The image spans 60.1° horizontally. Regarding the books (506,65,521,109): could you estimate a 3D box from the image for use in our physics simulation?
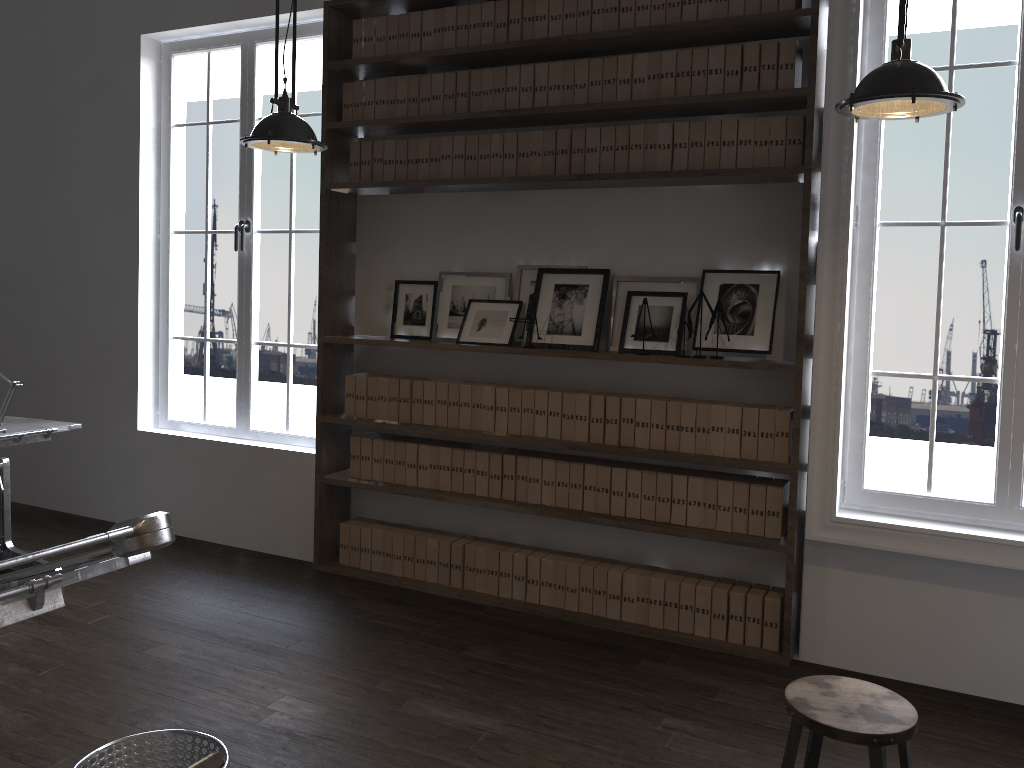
[{"bbox_3d":[0.040,-1.410,4.298,0.067,0.225,0.175,3,4,26],"label":"books"}]

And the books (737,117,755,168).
[{"bbox_3d":[1.026,-1.020,3.821,0.067,0.225,0.175,3,4,26],"label":"books"}]

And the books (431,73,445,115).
[{"bbox_3d":[-0.336,-1.440,4.486,0.067,0.225,0.175,3,4,26],"label":"books"}]

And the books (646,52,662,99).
[{"bbox_3d":[0.664,-1.361,3.995,0.067,0.225,0.175,3,4,26],"label":"books"}]

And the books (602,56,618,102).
[{"bbox_3d":[0.480,-1.376,4.086,0.067,0.225,0.175,3,4,26],"label":"books"}]

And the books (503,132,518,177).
[{"bbox_3d":[0.027,-1.100,4.315,0.067,0.225,0.175,3,4,26],"label":"books"}]

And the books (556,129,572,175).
[{"bbox_3d":[0.274,-1.080,4.194,0.067,0.225,0.175,3,4,26],"label":"books"}]

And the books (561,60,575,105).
[{"bbox_3d":[0.295,-1.390,4.177,0.067,0.225,0.175,3,4,26],"label":"books"}]

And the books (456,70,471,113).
[{"bbox_3d":[-0.205,-1.430,4.421,0.067,0.225,0.175,3,4,26],"label":"books"}]

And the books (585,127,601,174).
[{"bbox_3d":[0.405,-1.070,4.131,0.067,0.225,0.175,3,4,26],"label":"books"}]

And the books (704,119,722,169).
[{"bbox_3d":[0.901,-1.031,3.891,0.067,0.225,0.175,3,4,26],"label":"books"}]

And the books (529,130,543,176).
[{"bbox_3d":[0.151,-1.090,4.259,0.067,0.225,0.175,3,4,26],"label":"books"}]

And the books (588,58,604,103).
[{"bbox_3d":[0.418,-1.381,4.119,0.067,0.225,0.175,3,4,26],"label":"books"}]

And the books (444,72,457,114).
[{"bbox_3d":[-0.270,-1.435,4.459,0.067,0.225,0.175,3,4,26],"label":"books"}]

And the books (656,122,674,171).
[{"bbox_3d":[0.709,-1.046,3.982,0.067,0.225,0.175,3,4,26],"label":"books"}]

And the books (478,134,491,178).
[{"bbox_3d":[-0.097,-1.110,4.385,0.067,0.225,0.175,3,4,26],"label":"books"}]

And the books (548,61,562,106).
[{"bbox_3d":[0.238,-1.394,4.204,0.067,0.225,0.175,3,4,26],"label":"books"}]

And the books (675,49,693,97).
[{"bbox_3d":[0.785,-1.351,3.936,0.067,0.225,0.175,3,4,26],"label":"books"}]

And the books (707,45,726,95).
[{"bbox_3d":[0.910,-1.341,3.870,0.067,0.225,0.175,3,4,26],"label":"books"}]

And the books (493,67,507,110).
[{"bbox_3d":[-0.025,-1.415,4.330,0.067,0.225,0.175,3,4,26],"label":"books"}]

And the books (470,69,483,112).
[{"bbox_3d":[-0.137,-1.425,4.393,0.067,0.225,0.175,3,4,26],"label":"books"}]

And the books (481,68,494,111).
[{"bbox_3d":[-0.079,-1.420,4.362,0.067,0.225,0.175,3,4,26],"label":"books"}]

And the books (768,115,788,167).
[{"bbox_3d":[1.143,-1.012,3.768,0.067,0.225,0.175,3,4,26],"label":"books"}]

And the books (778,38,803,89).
[{"bbox_3d":[1.176,-1.320,3.741,0.067,0.225,0.175,3,4,26],"label":"books"}]

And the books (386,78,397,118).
[{"bbox_3d":[-0.582,-1.460,4.611,0.067,0.225,0.175,3,4,26],"label":"books"}]

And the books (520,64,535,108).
[{"bbox_3d":[0.107,-1.405,4.269,0.067,0.225,0.175,3,4,26],"label":"books"}]

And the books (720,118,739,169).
[{"bbox_3d":[0.962,-1.026,3.857,0.067,0.225,0.175,3,4,26],"label":"books"}]

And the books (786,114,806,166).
[{"bbox_3d":[1.207,-1.007,3.738,0.067,0.225,0.175,3,4,26],"label":"books"}]

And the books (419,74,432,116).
[{"bbox_3d":[-0.397,-1.445,4.521,0.067,0.225,0.175,3,4,26],"label":"books"}]

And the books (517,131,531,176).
[{"bbox_3d":[0.092,-1.094,4.283,0.067,0.225,0.175,3,4,26],"label":"books"}]

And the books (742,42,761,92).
[{"bbox_3d":[1.040,-1.331,3.804,0.067,0.225,0.175,3,4,26],"label":"books"}]

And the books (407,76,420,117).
[{"bbox_3d":[-0.461,-1.450,4.553,0.067,0.225,0.175,3,4,26],"label":"books"}]

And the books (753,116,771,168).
[{"bbox_3d":[1.085,-1.016,3.792,0.067,0.225,0.175,3,4,26],"label":"books"}]

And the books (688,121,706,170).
[{"bbox_3d":[0.838,-1.036,3.920,0.067,0.225,0.175,3,4,26],"label":"books"}]

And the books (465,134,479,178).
[{"bbox_3d":[-0.160,-1.115,4.414,0.067,0.225,0.175,3,4,26],"label":"books"}]

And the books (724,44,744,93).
[{"bbox_3d":[0.976,-1.336,3.843,0.067,0.225,0.175,3,4,26],"label":"books"}]

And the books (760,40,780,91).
[{"bbox_3d":[1.109,-1.326,3.777,0.067,0.225,0.175,3,4,26],"label":"books"}]

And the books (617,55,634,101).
[{"bbox_3d":[0.541,-1.370,4.052,0.067,0.225,0.175,3,4,26],"label":"books"}]

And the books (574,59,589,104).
[{"bbox_3d":[0.353,-1.385,4.144,0.067,0.225,0.175,3,4,26],"label":"books"}]

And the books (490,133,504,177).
[{"bbox_3d":[-0.036,-1.105,4.350,0.067,0.225,0.175,3,4,26],"label":"books"}]

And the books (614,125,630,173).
[{"bbox_3d":[0.534,-1.060,4.071,0.067,0.225,0.175,3,4,26],"label":"books"}]

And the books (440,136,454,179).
[{"bbox_3d":[-0.289,-1.125,4.475,0.067,0.225,0.175,3,4,26],"label":"books"}]

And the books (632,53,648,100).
[{"bbox_3d":[0.607,-1.365,4.021,0.067,0.225,0.175,3,4,26],"label":"books"}]

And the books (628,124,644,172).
[{"bbox_3d":[0.592,-1.055,4.036,0.067,0.225,0.175,3,4,26],"label":"books"}]

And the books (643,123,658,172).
[{"bbox_3d":[0.654,-1.051,4.011,0.067,0.225,0.175,3,4,26],"label":"books"}]

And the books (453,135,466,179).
[{"bbox_3d":[-0.225,-1.120,4.442,0.067,0.225,0.175,3,4,26],"label":"books"}]

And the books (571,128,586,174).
[{"bbox_3d":[0.344,-1.075,4.166,0.067,0.225,0.175,3,4,26],"label":"books"}]

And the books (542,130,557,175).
[{"bbox_3d":[0.210,-1.086,4.232,0.067,0.225,0.175,3,4,26],"label":"books"}]

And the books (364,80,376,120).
[{"bbox_3d":[-0.704,-1.469,4.668,0.067,0.225,0.175,3,4,26],"label":"books"}]

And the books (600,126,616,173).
[{"bbox_3d":[0.471,-1.065,4.103,0.067,0.225,0.175,3,4,26],"label":"books"}]

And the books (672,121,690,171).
[{"bbox_3d":[0.773,-1.041,3.948,0.067,0.225,0.175,3,4,26],"label":"books"}]

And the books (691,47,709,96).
[{"bbox_3d":[0.848,-1.346,3.905,0.067,0.225,0.175,3,4,26],"label":"books"}]

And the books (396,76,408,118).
[{"bbox_3d":[-0.524,-1.455,4.578,0.067,0.225,0.175,3,4,26],"label":"books"}]

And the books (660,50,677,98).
[{"bbox_3d":[0.722,-1.356,3.961,0.067,0.225,0.175,3,4,26],"label":"books"}]
